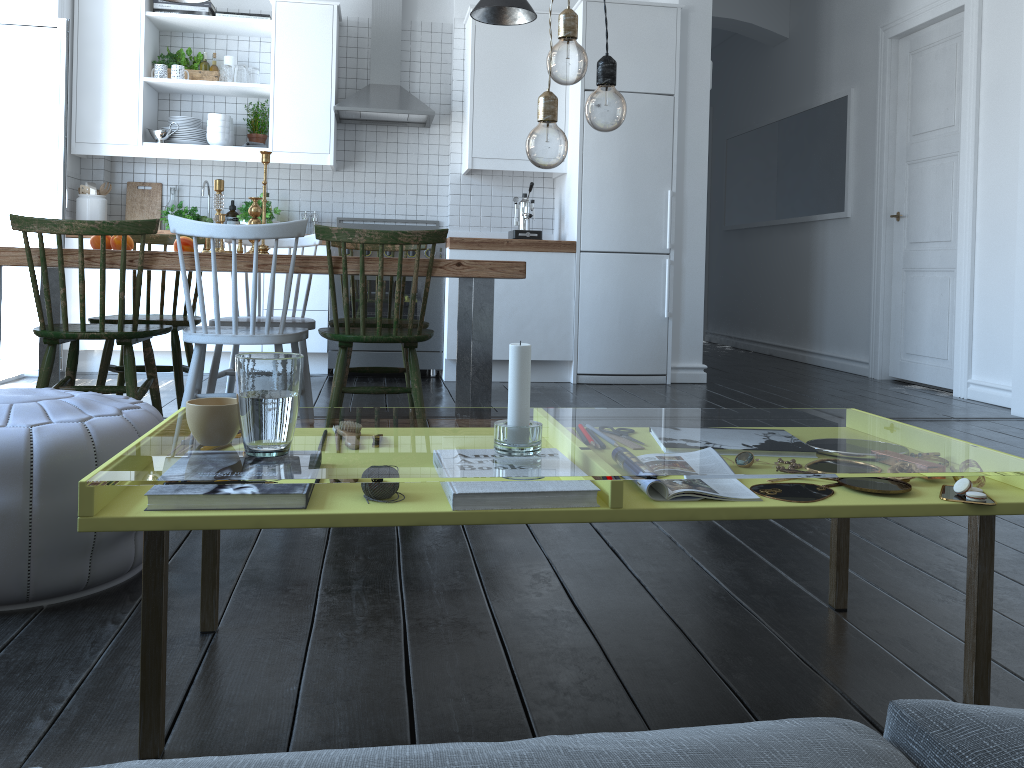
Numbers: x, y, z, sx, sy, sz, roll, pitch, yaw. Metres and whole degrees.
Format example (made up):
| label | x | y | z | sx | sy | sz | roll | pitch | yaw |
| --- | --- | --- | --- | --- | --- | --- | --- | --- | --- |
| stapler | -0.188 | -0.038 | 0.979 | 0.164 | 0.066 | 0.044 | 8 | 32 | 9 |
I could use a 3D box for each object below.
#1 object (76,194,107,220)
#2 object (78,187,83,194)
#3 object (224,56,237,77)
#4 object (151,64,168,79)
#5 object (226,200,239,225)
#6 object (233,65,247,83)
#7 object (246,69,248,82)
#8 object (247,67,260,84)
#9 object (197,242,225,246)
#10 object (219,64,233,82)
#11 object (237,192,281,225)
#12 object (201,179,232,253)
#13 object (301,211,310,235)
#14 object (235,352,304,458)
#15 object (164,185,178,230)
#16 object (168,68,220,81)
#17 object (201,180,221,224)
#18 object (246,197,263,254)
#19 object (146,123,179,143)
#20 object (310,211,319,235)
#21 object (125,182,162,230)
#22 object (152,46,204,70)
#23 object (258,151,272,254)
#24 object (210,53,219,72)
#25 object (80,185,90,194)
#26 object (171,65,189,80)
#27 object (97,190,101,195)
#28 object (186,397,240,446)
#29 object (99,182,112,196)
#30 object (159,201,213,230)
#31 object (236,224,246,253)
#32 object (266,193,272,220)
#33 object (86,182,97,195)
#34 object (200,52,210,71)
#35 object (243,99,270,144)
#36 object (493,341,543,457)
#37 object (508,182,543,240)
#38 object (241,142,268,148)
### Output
| label | x | y | z | sx | sy | sz | roll | pitch | yaw |
| --- | --- | --- | --- | --- | --- | --- | --- | --- | --- |
| object | -2.614 | -1.069 | 5.477 | 0.174 | 0.207 | 0.175 | 1 | 3 | -4 |
| object | -2.644 | -1.095 | 5.467 | 0.117 | 0.251 | 0.061 | 2 | 1 | 21 |
| object | -1.857 | -2.043 | 5.805 | 0.085 | 0.222 | 0.085 | 1 | 1 | -2 |
| object | -2.224 | -1.963 | 5.569 | 0.083 | 0.100 | 0.109 | -1 | 5 | -40 |
| object | -1.860 | -1.108 | 5.859 | 0.085 | 0.230 | 0.085 | 0 | 2 | -44 |
| object | -1.730 | -1.963 | 5.597 | 0.086 | 0.119 | 0.086 | 2 | 3 | 14 |
| object | -1.746 | -1.975 | 5.686 | 0.086 | 0.119 | 0.086 | -1 | 4 | -40 |
| object | -1.662 | -1.970 | 5.662 | 0.086 | 0.119 | 0.086 | -1 | 4 | -40 |
| object | -1.977 | -0.914 | 5.614 | 0.371 | 0.111 | 0.356 | 0 | 7 | -9 |
| object | -1.817 | -1.966 | 5.599 | 0.086 | 0.119 | 0.086 | 2 | 3 | 14 |
| object | -1.618 | -1.092 | 5.623 | 0.271 | 0.268 | 0.340 | 0 | 5 | -19 |
| object | -1.179 | -0.667 | 3.536 | 0.140 | 0.310 | 0.141 | 3 | 2 | 33 |
| object | -1.394 | -1.079 | 5.937 | 0.059 | 0.172 | 0.059 | 2 | 1 | 5 |
| object | -0.359 | 0.030 | 1.299 | 0.098 | 0.146 | 0.097 | 4 | 3 | 42 |
| object | -2.239 | -1.155 | 5.804 | 0.098 | 0.317 | 0.098 | 1 | 1 | -9 |
| object | -2.111 | -1.984 | 5.745 | 0.393 | 0.103 | 0.154 | 0 | 5 | -9 |
| object | -1.966 | -1.150 | 5.760 | 0.188 | 0.352 | 0.275 | 0 | 3 | -32 |
| object | -1.062 | -0.645 | 3.633 | 0.101 | 0.247 | 0.101 | 2 | 1 | 15 |
| object | -2.191 | -1.571 | 5.523 | 0.210 | 0.134 | 0.102 | 2 | 3 | 3 |
| object | -1.329 | -1.076 | 5.926 | 0.059 | 0.172 | 0.059 | 2 | 1 | 5 |
| object | -2.429 | -1.166 | 5.806 | 0.220 | 0.329 | 0.041 | 1 | 1 | -9 |
| object | -2.182 | -2.071 | 5.733 | 0.347 | 0.254 | 0.164 | 0 | 3 | -19 |
| object | -0.958 | -0.694 | 3.404 | 0.114 | 0.410 | 0.113 | 2 | 1 | 43 |
| object | -1.961 | -2.062 | 5.798 | 0.056 | 0.233 | 0.056 | 1 | 1 | -6 |
| object | -2.647 | -1.096 | 5.442 | 0.054 | 0.262 | 0.150 | 1 | 2 | -34 |
| object | -2.100 | -1.960 | 5.572 | 0.108 | 0.100 | 0.083 | 0 | 4 | -20 |
| object | -2.594 | -1.099 | 5.521 | 0.050 | 0.247 | 0.115 | 1 | 2 | -44 |
| object | -0.459 | 0.060 | 1.363 | 0.087 | 0.066 | 0.087 | 3 | 5 | 19 |
| object | -2.585 | -1.121 | 5.519 | 0.131 | 0.295 | 0.056 | 1 | 1 | -29 |
| object | -1.992 | -0.995 | 5.545 | 0.469 | 0.307 | 0.285 | -2 | 5 | -36 |
| object | -1.139 | -0.600 | 3.691 | 0.049 | 0.139 | 0.049 | 1 | 1 | -9 |
| object | -1.631 | -1.130 | 5.852 | 0.066 | 0.282 | 0.066 | 1 | 1 | -14 |
| object | -2.616 | -1.116 | 5.486 | 0.064 | 0.289 | 0.141 | 1 | 2 | -35 |
| object | -2.004 | -2.053 | 5.747 | 0.060 | 0.224 | 0.060 | 1 | 1 | -26 |
| object | -1.678 | -1.712 | 5.839 | 0.165 | 0.365 | 0.171 | 2 | 2 | 28 |
| object | 0.011 | 0.020 | 1.354 | 0.075 | 0.173 | 0.074 | 2 | 2 | 26 |
| object | 0.098 | -1.107 | 5.701 | 0.206 | 0.369 | 0.355 | 1 | 4 | -9 |
| object | -1.672 | -1.534 | 5.707 | 0.245 | 0.042 | 0.279 | -1 | 7 | -16 |
